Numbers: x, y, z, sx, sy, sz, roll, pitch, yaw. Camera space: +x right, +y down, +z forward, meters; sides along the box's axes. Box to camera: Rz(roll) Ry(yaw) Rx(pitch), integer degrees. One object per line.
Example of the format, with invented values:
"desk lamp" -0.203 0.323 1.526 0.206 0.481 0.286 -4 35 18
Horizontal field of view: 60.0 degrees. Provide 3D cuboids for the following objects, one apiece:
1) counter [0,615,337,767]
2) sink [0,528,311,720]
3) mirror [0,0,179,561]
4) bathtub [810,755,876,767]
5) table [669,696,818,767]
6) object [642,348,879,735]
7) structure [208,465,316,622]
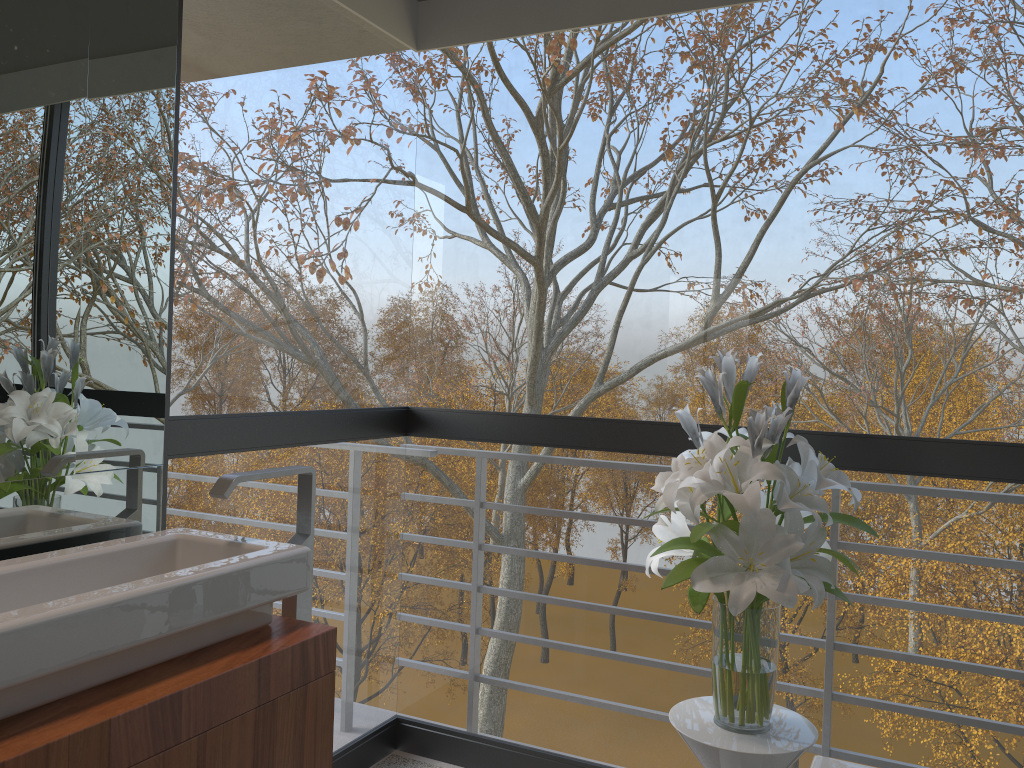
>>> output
"counter" -0.919 0.810 0.950 0.525 0.704 1.848 2 1 26
"sink" -0.707 0.323 1.460 0.352 0.266 0.750 2 1 26
"mirror" -1.216 -0.354 1.134 0.253 1.617 1.790 2 1 26
"bathtub" 1.152 0.992 0.661 1.958 0.504 1.327 3 1 26
"table" 0.481 0.959 1.889 0.307 0.478 0.307 2 1 10
"object" 0.489 0.322 1.884 0.459 0.796 0.450 2 1 -36
"structure" -0.510 0.670 1.819 0.069 0.988 0.303 2 1 26
